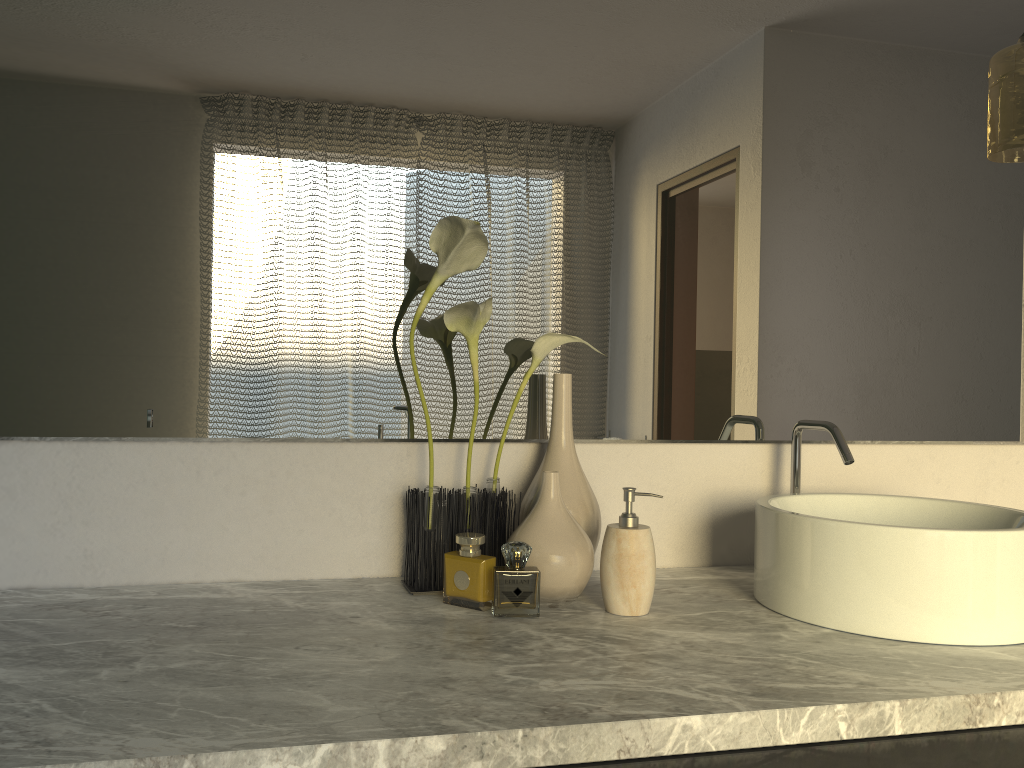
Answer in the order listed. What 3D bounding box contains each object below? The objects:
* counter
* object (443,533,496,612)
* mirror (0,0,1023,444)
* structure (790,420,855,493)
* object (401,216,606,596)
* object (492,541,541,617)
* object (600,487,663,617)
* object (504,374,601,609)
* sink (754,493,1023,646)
[{"bbox_3d":[-0.027,0.337,1.031,2.232,0.101,0.594,1,0,-14],"label":"counter"},{"bbox_3d":[-0.055,0.240,1.142,0.067,0.092,0.038,1,0,35],"label":"object"},{"bbox_3d":[-0.534,-0.499,1.201,4.031,1.152,0.017,1,0,-14],"label":"mirror"},{"bbox_3d":[0.437,0.175,1.332,0.065,0.242,0.166,1,0,-13],"label":"structure"},{"bbox_3d":[-0.022,0.036,1.238,0.237,0.504,0.192,1,0,-37],"label":"object"},{"bbox_3d":[0.005,0.240,1.095,0.057,0.090,0.039,1,0,-5],"label":"object"},{"bbox_3d":[0.148,0.211,1.129,0.069,0.158,0.072,1,0,-32],"label":"object"},{"bbox_3d":[0.060,0.137,1.226,0.121,0.305,0.237,1,0,10],"label":"object"},{"bbox_3d":[0.511,0.232,1.179,0.349,0.131,0.366,1,0,-38],"label":"sink"}]
